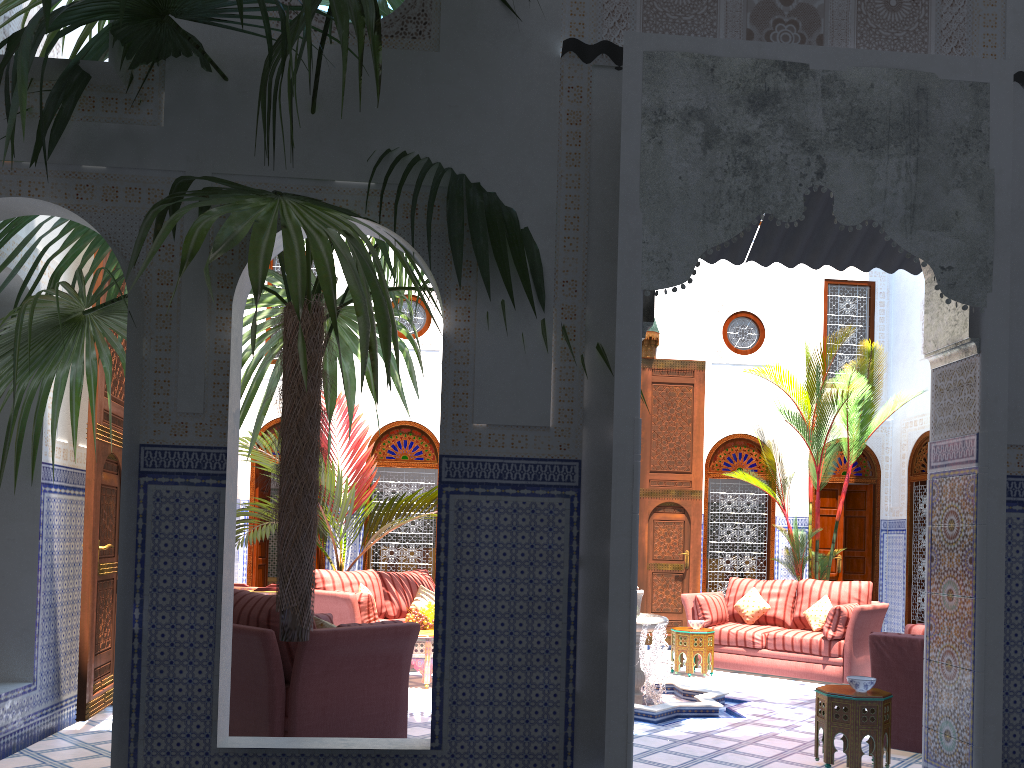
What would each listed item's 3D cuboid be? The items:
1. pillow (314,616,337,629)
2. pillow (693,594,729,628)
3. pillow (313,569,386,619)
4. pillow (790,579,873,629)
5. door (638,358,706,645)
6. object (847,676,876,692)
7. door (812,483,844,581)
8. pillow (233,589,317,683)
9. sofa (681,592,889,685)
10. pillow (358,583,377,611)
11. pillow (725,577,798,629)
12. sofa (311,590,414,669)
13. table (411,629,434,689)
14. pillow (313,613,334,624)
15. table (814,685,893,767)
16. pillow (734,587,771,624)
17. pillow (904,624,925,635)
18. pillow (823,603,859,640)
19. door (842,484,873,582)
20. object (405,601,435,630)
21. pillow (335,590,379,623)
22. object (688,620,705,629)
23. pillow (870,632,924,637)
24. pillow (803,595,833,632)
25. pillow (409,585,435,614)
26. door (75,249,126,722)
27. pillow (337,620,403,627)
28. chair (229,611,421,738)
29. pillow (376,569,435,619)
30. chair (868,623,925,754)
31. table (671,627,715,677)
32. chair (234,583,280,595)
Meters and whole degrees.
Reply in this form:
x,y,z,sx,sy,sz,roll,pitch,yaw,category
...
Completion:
x,y,z,sx,sy,sz,roll,pitch,yaw,category
-0.838,1.131,3.860,0.262,0.232,0.167,5,-5,-27,pillow
1.522,1.733,6.689,0.188,0.251,0.383,-2,-8,42,pillow
-1.158,1.512,6.228,0.291,0.388,0.587,-2,-8,40,pillow
2.344,1.639,6.439,0.561,0.400,0.308,-4,-7,37,pillow
1.362,1.039,7.607,0.583,2.505,0.124,2,-1,-5,door
1.475,1.269,3.698,0.118,0.057,0.120,0,-9,8,object
2.800,1.608,7.797,0.286,1.457,0.124,2,-1,-5,door
-1.032,1.064,3.708,0.583,0.377,0.303,-5,-8,41,pillow
2.022,1.859,6.508,1.366,0.537,0.739,-6,-10,40,sofa
-0.994,1.508,6.033,0.133,0.272,0.307,2,-6,-3,pillow
1.919,1.698,6.802,0.583,0.377,0.303,-5,-8,41,pillow
-0.872,1.746,6.331,0.734,0.537,1.375,-4,-11,40,sofa
-0.640,1.736,5.592,0.537,0.321,0.545,2,-8,-4,table
-0.987,1.198,4.106,0.188,0.241,0.400,-2,-8,41,pillow
1.446,1.463,3.719,0.289,0.322,0.292,2,-5,-4,table
1.814,1.680,6.639,0.131,0.276,0.302,4,-6,-39,pillow
2.142,1.337,4.366,0.381,0.251,0.189,-5,-8,42,pillow
2.286,1.636,6.046,0.188,0.241,0.400,-2,-8,41,pillow
3.086,1.634,7.893,0.285,1.457,0.024,1,-1,26,door
-0.569,1.541,5.731,0.307,0.238,0.218,5,-6,-24,object
-1.046,1.507,5.830,0.381,0.251,0.189,-5,-8,42,pillow
1.317,1.720,6.256,0.118,0.057,0.120,0,-9,8,object
1.853,1.263,4.018,0.397,0.241,0.189,-5,-8,41,pillow
2.206,1.639,6.269,0.148,0.257,0.283,2,-6,-5,pillow
-0.626,1.620,6.526,0.266,0.235,0.147,2,-4,-3,pillow
-1.954,0.348,4.247,0.124,2.505,0.585,2,-2,-9,door
-0.639,1.161,3.817,0.188,0.251,0.383,-2,-8,42,pillow
-0.940,1.296,3.813,0.815,0.538,0.733,-5,-9,40,chair
-0.798,1.597,6.660,0.320,0.372,0.566,-3,-8,41,pillow
2.139,1.429,4.066,0.728,0.538,0.820,-4,-9,40,chair
1.285,1.906,6.240,0.289,0.322,0.291,-3,-7,40,table
-1.921,1.577,6.486,0.503,1.075,0.488,2,-3,-4,chair
